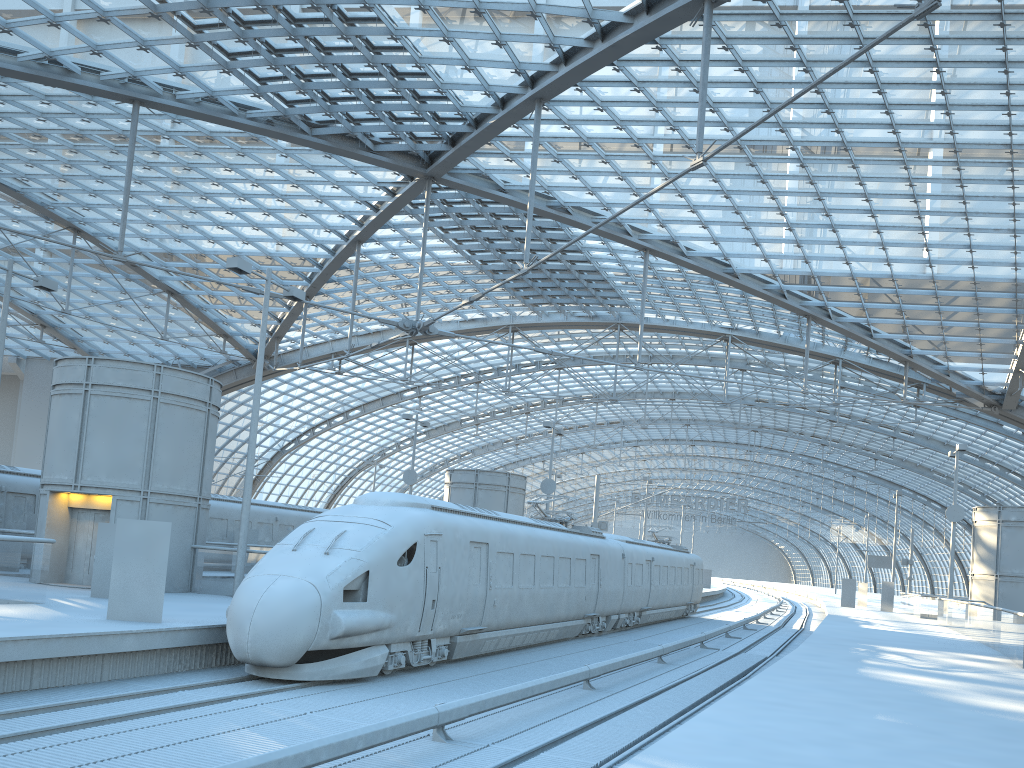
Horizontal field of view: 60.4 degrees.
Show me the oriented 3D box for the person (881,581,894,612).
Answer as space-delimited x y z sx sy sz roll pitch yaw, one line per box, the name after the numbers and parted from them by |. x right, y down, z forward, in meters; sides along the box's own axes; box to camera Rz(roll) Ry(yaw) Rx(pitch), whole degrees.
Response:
22.006 12.507 51.644 0.069 1.794 0.783 7 -5 -37 | person

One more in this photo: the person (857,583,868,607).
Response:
23.352 14.039 58.491 0.001 1.599 0.811 6 -5 -23 | person

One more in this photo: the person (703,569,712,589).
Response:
17.051 17.107 76.992 0.825 1.719 0.001 3 -4 21 | person

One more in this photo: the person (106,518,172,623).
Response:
-6.102 3.088 14.433 0.876 1.693 0.001 5 -4 -5 | person

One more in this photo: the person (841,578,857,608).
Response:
20.655 12.829 53.821 0.001 1.785 0.901 8 -6 -44 | person

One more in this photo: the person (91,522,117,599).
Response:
-8.362 3.722 18.369 0.710 1.600 0.001 5 -4 0 | person

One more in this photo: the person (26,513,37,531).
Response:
-13.934 4.714 25.924 0.828 1.719 0.001 5 -4 -5 | person
